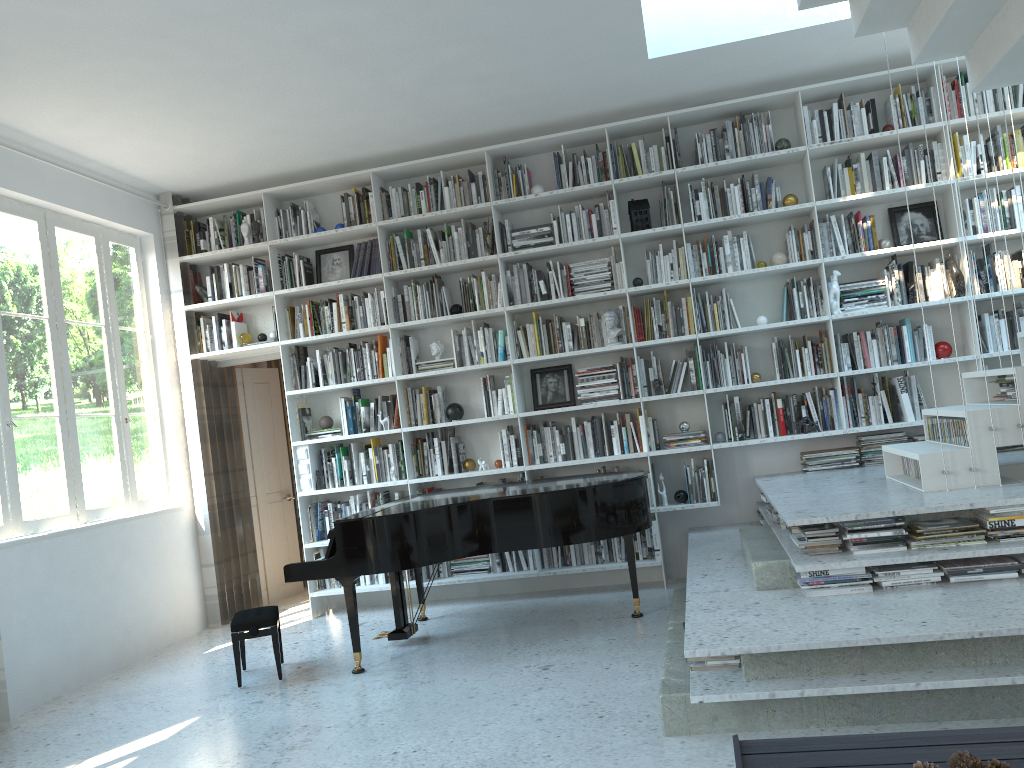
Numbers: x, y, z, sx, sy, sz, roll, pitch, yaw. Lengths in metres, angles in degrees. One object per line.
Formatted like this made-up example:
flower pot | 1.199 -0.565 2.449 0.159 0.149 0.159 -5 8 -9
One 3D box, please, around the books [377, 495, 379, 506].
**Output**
books | -0.940 0.946 6.484 0.013 0.284 0.139 -8 -2 11

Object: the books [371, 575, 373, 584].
books | -1.008 1.297 6.490 0.014 0.304 0.139 -8 -2 11

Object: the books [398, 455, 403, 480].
books | -0.789 0.600 6.445 0.041 0.181 0.141 -8 -2 11

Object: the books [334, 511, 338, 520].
books | -1.261 1.031 6.549 0.025 0.200 0.137 -8 -2 11

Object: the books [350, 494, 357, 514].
books | -1.134 0.964 6.516 0.027 0.299 0.142 -8 -2 11

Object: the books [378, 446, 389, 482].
books | -0.919 0.583 6.457 0.028 0.249 0.159 -8 -2 11

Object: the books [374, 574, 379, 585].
books | -0.965 1.334 6.462 0.021 0.218 0.190 -8 -2 11

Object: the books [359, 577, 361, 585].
books | -1.095 1.338 6.510 0.022 0.246 0.135 -8 -2 11

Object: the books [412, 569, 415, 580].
books | -0.687 1.278 6.426 0.065 0.256 0.155 -8 -2 11

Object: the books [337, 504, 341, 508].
books | -1.241 1.004 6.549 0.022 0.248 0.133 -8 -2 11

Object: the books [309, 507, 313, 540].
books | -1.457 1.030 6.584 0.012 0.254 0.161 -8 -2 11

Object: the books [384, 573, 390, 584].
books | -0.889 1.310 6.439 0.023 0.244 0.188 -8 -2 11

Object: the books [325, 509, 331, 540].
books | -1.320 1.028 6.533 0.022 0.220 0.187 -8 -2 11

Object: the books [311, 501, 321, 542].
books | -1.425 1.013 6.547 0.011 0.277 0.189 -8 -2 11

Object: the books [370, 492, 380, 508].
books | -0.985 0.945 6.472 0.012 0.295 0.176 -8 -2 11

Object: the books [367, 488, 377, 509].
books | -1.001 0.932 6.467 0.014 0.325 0.170 -8 -2 11

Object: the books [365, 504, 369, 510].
books | -1.024 0.986 6.493 0.028 0.224 0.134 -8 -2 11

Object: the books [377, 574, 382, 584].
books | -0.941 1.337 6.456 0.028 0.206 0.171 -8 -2 11

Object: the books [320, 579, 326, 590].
books | -1.372 1.402 6.537 0.029 0.190 0.176 -8 -2 11

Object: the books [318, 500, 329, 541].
books | -1.393 1.006 6.549 0.052 0.283 0.172 -8 -2 11

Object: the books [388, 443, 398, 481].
books | -0.840 0.564 6.437 0.021 0.265 0.185 -8 -2 11

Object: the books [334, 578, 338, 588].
books | -1.277 1.372 6.532 0.022 0.226 0.154 -8 -2 11

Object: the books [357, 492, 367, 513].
books | -1.095 0.954 6.490 0.039 0.307 0.172 -8 -2 11

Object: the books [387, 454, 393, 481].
books | -0.863 0.604 6.463 0.023 0.194 0.140 -8 -2 11

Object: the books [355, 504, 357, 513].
books | -1.110 0.994 6.513 0.012 0.232 0.148 -8 -2 11

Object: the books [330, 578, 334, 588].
books | -1.309 1.367 6.547 0.024 0.246 0.143 -8 -2 11

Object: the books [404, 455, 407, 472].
books | -0.741 0.592 6.449 0.023 0.187 0.130 -8 -2 11

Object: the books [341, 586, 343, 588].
books | -1.225 1.345 6.515 0.023 0.266 0.177 -8 -2 11

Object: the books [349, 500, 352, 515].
books | -1.150 0.979 6.527 0.013 0.273 0.146 -8 -2 11

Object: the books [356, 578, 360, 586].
books | -1.119 1.313 6.494 0.013 0.300 0.183 -8 -2 11

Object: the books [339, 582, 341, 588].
books | -1.244 1.349 6.513 0.013 0.261 0.174 -8 -2 11

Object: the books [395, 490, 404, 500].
books | -0.803 0.925 6.450 0.025 0.287 0.130 -8 -2 11

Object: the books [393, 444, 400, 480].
books | -0.819 0.565 6.452 0.013 0.260 0.142 -8 -2 11

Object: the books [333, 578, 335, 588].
books | -1.297 1.329 6.542 0.011 0.318 0.157 -8 -2 11

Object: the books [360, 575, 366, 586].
books | -1.071 1.356 6.480 0.030 0.201 0.168 -8 -2 11

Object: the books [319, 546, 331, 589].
books | -1.347 1.348 6.548 0.045 0.293 0.181 -8 -2 11

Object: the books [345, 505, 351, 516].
books | -1.171 1.004 6.511 0.028 0.229 0.157 -8 -2 11

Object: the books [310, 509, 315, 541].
books | -1.439 1.035 6.566 0.029 0.239 0.154 -8 -2 11

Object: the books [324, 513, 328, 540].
books | -1.337 1.042 6.559 0.024 0.197 0.148 -8 -2 11

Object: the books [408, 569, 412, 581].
books | -0.732 1.259 6.412 0.012 0.303 0.165 -8 -2 11

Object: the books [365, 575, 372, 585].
books | -1.031 1.319 6.476 0.031 0.266 0.186 -8 -2 11

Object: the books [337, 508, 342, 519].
books | -1.222 1.013 6.511 0.028 0.223 0.189 -8 -2 11

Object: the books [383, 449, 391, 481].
books | -0.889 0.590 6.466 0.025 0.229 0.153 -8 -2 11

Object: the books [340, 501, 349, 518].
books | -1.204 0.994 6.509 0.013 0.257 0.189 -8 -2 11

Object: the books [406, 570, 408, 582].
books | -0.747 1.265 6.418 0.021 0.295 0.188 -8 -2 11

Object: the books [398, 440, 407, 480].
books | -0.772 0.544 6.422 0.014 0.286 0.179 -8 -2 11

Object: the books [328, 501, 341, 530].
books | -1.296 1.002 6.534 0.029 0.266 0.171 -8 -2 11

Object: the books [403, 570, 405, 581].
books | -0.769 1.286 6.453 0.040 0.264 0.137 -8 -2 11

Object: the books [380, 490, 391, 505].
books | -0.911 0.932 6.460 0.013 0.301 0.172 -8 -2 11

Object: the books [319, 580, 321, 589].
books | -1.393 1.394 6.569 0.023 0.216 0.158 -8 -2 11

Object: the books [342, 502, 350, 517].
books | -1.194 0.994 6.502 0.010 0.252 0.177 -8 -2 11

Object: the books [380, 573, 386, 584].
books | -0.912 1.342 6.443 0.031 0.188 0.190 -8 -2 11

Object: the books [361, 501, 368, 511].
books | -1.052 0.983 6.503 0.031 0.238 0.132 -8 -2 11

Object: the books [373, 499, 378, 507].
books | -0.960 0.963 6.485 0.029 0.254 0.153 -8 -2 11

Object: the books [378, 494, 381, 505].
books | -0.926 0.940 6.469 0.022 0.290 0.137 -8 -2 11

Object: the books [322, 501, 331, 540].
books | -1.358 1.007 6.562 0.010 0.273 0.150 -8 -2 11

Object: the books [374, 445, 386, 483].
books | -0.948 0.581 6.458 0.028 0.260 0.181 -8 -2 11

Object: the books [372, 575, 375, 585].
books | -0.991 1.313 6.468 0.025 0.266 0.159 -8 -2 11

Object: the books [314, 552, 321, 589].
books | -1.413 1.377 6.573 0.012 0.254 0.161 -8 -2 11
